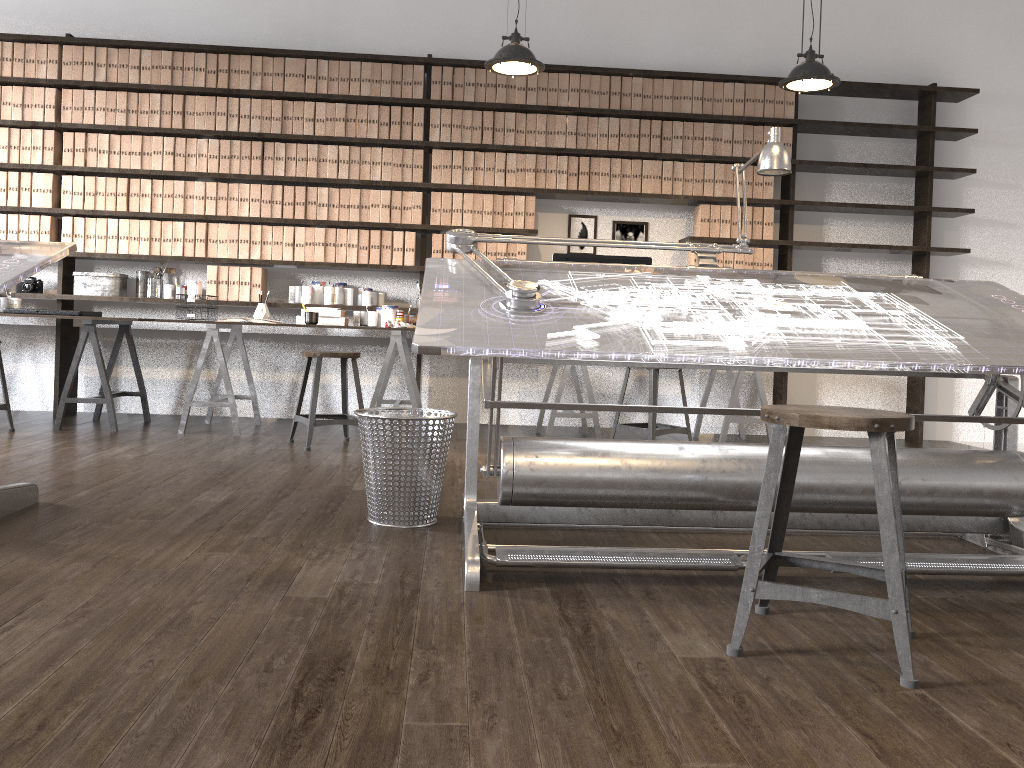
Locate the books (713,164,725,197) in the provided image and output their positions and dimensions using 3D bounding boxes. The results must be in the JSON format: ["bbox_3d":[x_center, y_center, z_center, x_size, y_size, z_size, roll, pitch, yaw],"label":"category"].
[{"bbox_3d":[1.388,-1.372,6.031,0.067,0.225,0.175,2,2,-4],"label":"books"}]

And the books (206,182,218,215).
[{"bbox_3d":[-1.950,-1.197,5.807,0.067,0.225,0.175,2,2,-4],"label":"books"}]

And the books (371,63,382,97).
[{"bbox_3d":[-0.894,-1.992,5.874,0.067,0.225,0.175,2,2,-4],"label":"books"}]

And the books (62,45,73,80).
[{"bbox_3d":[-2.844,-2.056,5.742,0.067,0.225,0.175,2,2,-4],"label":"books"}]

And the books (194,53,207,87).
[{"bbox_3d":[-2.017,-2.029,5.795,0.067,0.225,0.174,2,2,-4],"label":"books"}]

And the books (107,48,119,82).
[{"bbox_3d":[-2.567,-2.047,5.764,0.067,0.225,0.174,2,2,-4],"label":"books"}]

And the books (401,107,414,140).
[{"bbox_3d":[-0.694,-1.709,5.892,0.067,0.225,0.175,2,2,-4],"label":"books"}]

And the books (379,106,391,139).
[{"bbox_3d":[-0.843,-1.714,5.882,0.067,0.225,0.175,2,2,-4],"label":"books"}]

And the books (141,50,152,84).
[{"bbox_3d":[-2.355,-2.040,5.774,0.067,0.225,0.175,2,2,-4],"label":"books"}]

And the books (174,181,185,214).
[{"bbox_3d":[-2.152,-1.203,5.793,0.067,0.225,0.175,2,2,-4],"label":"books"}]

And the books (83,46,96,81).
[{"bbox_3d":[-2.708,-2.051,5.747,0.067,0.225,0.175,2,2,-4],"label":"books"}]

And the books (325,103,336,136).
[{"bbox_3d":[-1.189,-1.725,5.857,0.067,0.225,0.175,2,2,-4],"label":"books"}]

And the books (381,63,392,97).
[{"bbox_3d":[-0.827,-1.990,5.873,0.067,0.225,0.175,2,2,-4],"label":"books"}]

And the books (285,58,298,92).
[{"bbox_3d":[-1.446,-2.010,5.836,0.067,0.225,0.175,2,2,-4],"label":"books"}]

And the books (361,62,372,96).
[{"bbox_3d":[-0.957,-1.994,5.868,0.067,0.225,0.175,2,2,-4],"label":"books"}]

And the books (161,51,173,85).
[{"bbox_3d":[-2.225,-2.035,5.779,0.067,0.225,0.175,2,2,-4],"label":"books"}]

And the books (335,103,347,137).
[{"bbox_3d":[-1.122,-1.722,5.856,0.067,0.225,0.175,2,2,-4],"label":"books"}]

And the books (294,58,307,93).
[{"bbox_3d":[-1.382,-2.008,5.836,0.067,0.225,0.175,2,2,-4],"label":"books"}]

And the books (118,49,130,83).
[{"bbox_3d":[-2.497,-2.044,5.766,0.067,0.225,0.175,2,2,-4],"label":"books"}]

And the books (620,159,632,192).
[{"bbox_3d":[0.755,-1.393,5.992,0.067,0.225,0.174,2,2,-4],"label":"books"}]

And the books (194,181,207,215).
[{"bbox_3d":[-2.022,-1.199,5.804,0.067,0.225,0.175,2,2,-4],"label":"books"}]

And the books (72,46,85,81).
[{"bbox_3d":[-2.780,-2.053,5.742,0.067,0.225,0.175,2,2,-4],"label":"books"}]

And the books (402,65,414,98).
[{"bbox_3d":[-0.690,-1.986,5.889,0.067,0.225,0.174,2,2,-4],"label":"books"}]

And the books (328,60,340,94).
[{"bbox_3d":[-1.169,-2.001,5.857,0.067,0.225,0.174,2,2,-4],"label":"books"}]

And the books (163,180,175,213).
[{"bbox_3d":[-2.219,-1.206,5.794,0.067,0.225,0.175,2,2,-4],"label":"books"}]

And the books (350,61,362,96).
[{"bbox_3d":[-1.029,-1.997,5.861,0.067,0.225,0.175,2,2,-4],"label":"books"}]

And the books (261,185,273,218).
[{"bbox_3d":[-1.596,-1.185,5.830,0.067,0.225,0.175,2,2,-4],"label":"books"}]

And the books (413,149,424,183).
[{"bbox_3d":[-0.622,-1.431,5.898,0.067,0.225,0.175,2,2,-4],"label":"books"}]

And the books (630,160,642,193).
[{"bbox_3d":[0.825,-1.390,5.995,0.067,0.225,0.175,2,2,-4],"label":"books"}]

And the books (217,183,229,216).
[{"bbox_3d":[-1.880,-1.195,5.816,0.067,0.225,0.175,2,2,-4],"label":"books"}]

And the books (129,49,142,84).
[{"bbox_3d":[-2.427,-2.042,5.767,0.067,0.225,0.175,2,2,-4],"label":"books"}]

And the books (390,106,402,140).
[{"bbox_3d":[-0.768,-1.711,5.881,0.067,0.225,0.175,2,2,-4],"label":"books"}]

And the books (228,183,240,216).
[{"bbox_3d":[-1.811,-1.193,5.822,0.067,0.225,0.174,2,2,-4],"label":"books"}]

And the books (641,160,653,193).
[{"bbox_3d":[0.899,-1.388,5.999,0.067,0.225,0.175,2,2,-4],"label":"books"}]

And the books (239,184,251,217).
[{"bbox_3d":[-1.741,-1.190,5.823,0.067,0.225,0.174,2,2,-4],"label":"books"}]

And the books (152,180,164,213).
[{"bbox_3d":[-2.290,-1.208,5.789,0.067,0.225,0.174,2,2,-4],"label":"books"}]

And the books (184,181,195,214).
[{"bbox_3d":[-2.085,-1.202,5.802,0.067,0.225,0.175,2,2,-4],"label":"books"}]

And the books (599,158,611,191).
[{"bbox_3d":[0.614,-1.397,5.975,0.067,0.225,0.175,2,2,-4],"label":"books"}]

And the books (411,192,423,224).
[{"bbox_3d":[-0.629,-1.154,5.895,0.067,0.225,0.175,2,2,-4],"label":"books"}]

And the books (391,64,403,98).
[{"bbox_3d":[-0.761,-1.988,5.884,0.067,0.225,0.175,2,2,-4],"label":"books"}]

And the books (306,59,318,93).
[{"bbox_3d":[-1.310,-2.006,5.841,0.067,0.225,0.175,2,2,-4],"label":"books"}]

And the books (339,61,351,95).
[{"bbox_3d":[-1.099,-1.999,5.860,0.067,0.225,0.175,2,2,-4],"label":"books"}]

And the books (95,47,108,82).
[{"bbox_3d":[-2.636,-2.049,5.755,0.067,0.225,0.174,2,2,-4],"label":"books"}]

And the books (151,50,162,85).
[{"bbox_3d":[-2.292,-2.038,5.780,0.067,0.225,0.175,2,2,-4],"label":"books"}]

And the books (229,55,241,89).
[{"bbox_3d":[-1.797,-2.022,5.815,0.067,0.225,0.175,2,2,-4],"label":"books"}]

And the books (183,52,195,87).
[{"bbox_3d":[-2.088,-2.031,5.795,0.067,0.225,0.174,2,2,-4],"label":"books"}]

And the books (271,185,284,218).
[{"bbox_3d":[-1.534,-1.184,5.838,0.067,0.225,0.175,2,2,-4],"label":"books"}]

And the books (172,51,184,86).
[{"bbox_3d":[-2.158,-2.034,5.790,0.067,0.225,0.175,2,2,-4],"label":"books"}]

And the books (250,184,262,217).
[{"bbox_3d":[-1.668,-1.188,5.825,0.067,0.225,0.175,2,2,-4],"label":"books"}]

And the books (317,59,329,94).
[{"bbox_3d":[-1.238,-2.003,5.849,0.067,0.225,0.174,2,2,-4],"label":"books"}]

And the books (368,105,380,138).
[{"bbox_3d":[-0.914,-1.716,5.872,0.067,0.225,0.174,2,2,-4],"label":"books"}]

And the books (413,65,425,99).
[{"bbox_3d":[-0.619,-1.983,5.889,0.067,0.225,0.174,2,2,-4],"label":"books"}]

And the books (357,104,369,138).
[{"bbox_3d":[-0.984,-1.718,5.872,0.067,0.225,0.174,2,2,-4],"label":"books"}]

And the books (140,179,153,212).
[{"bbox_3d":[-2.360,-1.210,5.780,0.067,0.225,0.174,2,2,-4],"label":"books"}]

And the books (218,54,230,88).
[{"bbox_3d":[-1.871,-2.024,5.804,0.067,0.225,0.175,2,2,-4],"label":"books"}]

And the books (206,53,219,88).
[{"bbox_3d":[-1.946,-2.027,5.805,0.067,0.225,0.175,2,2,-4],"label":"books"}]

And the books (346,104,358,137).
[{"bbox_3d":[-1.055,-1.720,5.867,0.067,0.225,0.175,2,2,-4],"label":"books"}]
